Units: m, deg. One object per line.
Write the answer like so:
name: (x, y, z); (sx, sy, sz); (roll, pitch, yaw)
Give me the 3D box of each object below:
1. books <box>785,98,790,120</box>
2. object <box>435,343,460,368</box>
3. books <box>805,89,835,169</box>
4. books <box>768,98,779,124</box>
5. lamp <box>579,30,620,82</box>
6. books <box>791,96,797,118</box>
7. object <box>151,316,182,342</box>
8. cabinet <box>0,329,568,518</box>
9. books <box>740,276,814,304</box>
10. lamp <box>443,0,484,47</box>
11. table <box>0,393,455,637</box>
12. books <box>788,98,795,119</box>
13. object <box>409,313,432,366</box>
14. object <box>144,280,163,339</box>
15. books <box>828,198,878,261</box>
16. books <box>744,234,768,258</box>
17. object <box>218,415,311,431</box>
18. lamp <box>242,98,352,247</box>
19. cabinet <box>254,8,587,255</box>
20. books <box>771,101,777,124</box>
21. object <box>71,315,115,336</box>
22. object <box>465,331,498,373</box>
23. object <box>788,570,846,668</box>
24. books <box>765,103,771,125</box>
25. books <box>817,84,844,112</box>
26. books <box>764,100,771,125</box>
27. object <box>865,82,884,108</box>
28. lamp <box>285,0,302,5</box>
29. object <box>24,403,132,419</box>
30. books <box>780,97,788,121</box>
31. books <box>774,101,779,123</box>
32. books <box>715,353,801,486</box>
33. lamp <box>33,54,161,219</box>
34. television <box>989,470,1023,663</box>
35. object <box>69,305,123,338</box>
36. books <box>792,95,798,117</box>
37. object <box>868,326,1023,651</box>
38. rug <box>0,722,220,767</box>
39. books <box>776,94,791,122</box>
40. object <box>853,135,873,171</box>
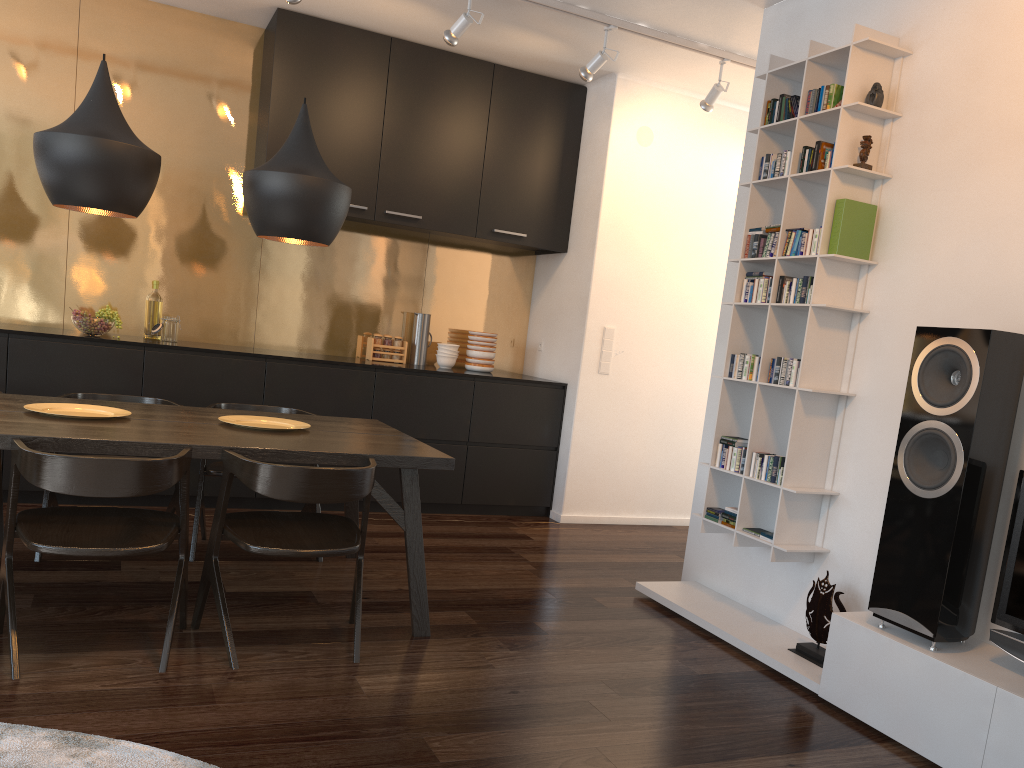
books: (1.158, -1.125, 3.648); (0.070, 0.094, 0.028); (4, 7, -24)
object: (-0.433, -0.187, 5.904); (0.157, 0.161, 0.153); (7, 5, 4)
books: (1.256, -0.995, 3.484); (0.107, 0.336, 0.226); (4, 7, -24)
books: (1.118, -1.141, 3.732); (0.069, 0.108, 0.022); (4, 8, -24)
lamp: (0.465, -1.694, 4.568); (0.249, 0.242, 0.085); (11, 8, 41)
books: (1.175, -1.123, 3.611); (0.069, 0.099, 0.057); (4, 7, -24)
object: (-1.985, -0.323, 5.093); (0.087, 0.153, 0.177); (12, 7, 43)
cabinet: (-2.133, 0.196, 5.044); (5.074, 0.908, 0.725); (5, 6, -24)
books: (1.140, -0.383, 3.671); (0.123, 0.114, 0.463); (4, 4, -24)
lamp: (-0.218, -1.758, 4.255); (0.249, 0.242, 0.085); (10, 8, 36)
table: (-1.601, 0.454, 3.265); (2.505, 0.685, 1.096); (5, 4, -24)
books: (1.167, -1.122, 3.626); (0.070, 0.092, 0.045); (4, 7, -24)
object: (-0.596, -0.296, 5.874); (0.164, 0.342, 0.113); (4, 7, -21)
object: (-2.101, -0.437, 5.197); (0.091, 0.342, 0.091); (11, 8, 32)
books: (1.315, -0.591, 3.415); (0.166, 0.216, 0.048); (4, 7, -24)
books: (1.073, -0.585, 3.808); (0.096, 0.105, 0.100); (4, 6, -24)
object: (-0.985, 0.159, 3.525); (0.356, 0.017, 0.352); (6, 3, -21)
lamp: (-0.822, -0.825, 3.414); (0.409, 0.545, 0.409); (9, 6, 23)
cabinet: (-0.554, -1.489, 5.543); (1.959, 1.059, 0.526); (5, 7, -24)
books: (1.128, -1.131, 3.717); (0.070, 0.093, 0.013); (4, 8, -24)
object: (-2.259, -0.310, 4.770); (0.218, 0.098, 0.218); (8, 4, 23)
object: (-0.209, -0.217, 5.973); (0.196, 0.266, 0.198); (11, 7, 40)
object: (1.195, 0.885, 3.393); (0.122, 0.353, 0.210); (4, 7, -24)
books: (1.112, -1.135, 3.750); (0.070, 0.093, 0.013); (4, 8, -24)
books: (1.284, -1.105, 3.437); (0.101, 0.111, 0.159); (4, 5, -24)
books: (1.109, -1.144, 3.764); (0.069, 0.108, 0.016); (4, 8, -24)
object: (1.374, -1.088, 3.346); (0.064, 0.102, 0.060); (12, 8, 42)
lamp: (-0.949, -1.057, 4.775); (0.089, 1.862, 1.823); (8, 5, 10)
object: (-1.591, 0.102, 3.248); (0.356, 0.017, 0.353); (4, 4, -44)
books: (1.150, -1.130, 3.664); (0.074, 0.100, 0.019); (4, 7, -24)
books: (1.134, -1.130, 3.704); (0.070, 0.093, 0.013); (4, 8, -24)
books: (1.074, 0.140, 3.737); (0.122, 0.515, 0.465); (3, 6, -24)
lamp: (-1.456, -0.884, 3.124); (0.407, 0.545, 0.411); (12, 8, 42)
television: (1.667, 0.595, 2.313); (0.345, 0.605, 0.782); (6, 5, -6)
object: (-2.239, -0.346, 4.758); (0.240, 0.174, 0.176); (3, 6, -40)
books: (1.179, -1.123, 3.603); (0.069, 0.099, 0.057); (4, 7, -24)
object: (1.426, 0.336, 2.851); (0.281, 1.011, 0.292); (4, 8, -24)
rug: (-1.257, 0.960, 0.882); (2.840, 0.012, 2.815); (4, 4, -45)
books: (1.143, -1.140, 3.685); (0.074, 0.116, 0.028); (4, 7, -24)
object: (1.347, -0.879, 3.371); (0.064, 0.141, 0.045); (2, 8, -33)
